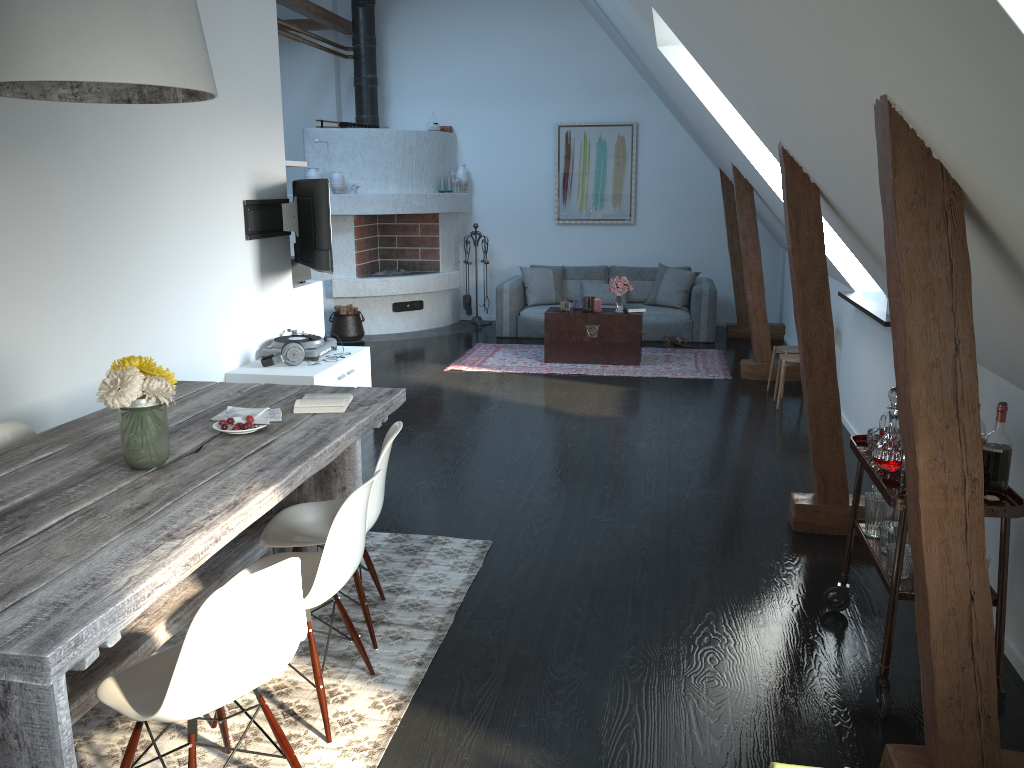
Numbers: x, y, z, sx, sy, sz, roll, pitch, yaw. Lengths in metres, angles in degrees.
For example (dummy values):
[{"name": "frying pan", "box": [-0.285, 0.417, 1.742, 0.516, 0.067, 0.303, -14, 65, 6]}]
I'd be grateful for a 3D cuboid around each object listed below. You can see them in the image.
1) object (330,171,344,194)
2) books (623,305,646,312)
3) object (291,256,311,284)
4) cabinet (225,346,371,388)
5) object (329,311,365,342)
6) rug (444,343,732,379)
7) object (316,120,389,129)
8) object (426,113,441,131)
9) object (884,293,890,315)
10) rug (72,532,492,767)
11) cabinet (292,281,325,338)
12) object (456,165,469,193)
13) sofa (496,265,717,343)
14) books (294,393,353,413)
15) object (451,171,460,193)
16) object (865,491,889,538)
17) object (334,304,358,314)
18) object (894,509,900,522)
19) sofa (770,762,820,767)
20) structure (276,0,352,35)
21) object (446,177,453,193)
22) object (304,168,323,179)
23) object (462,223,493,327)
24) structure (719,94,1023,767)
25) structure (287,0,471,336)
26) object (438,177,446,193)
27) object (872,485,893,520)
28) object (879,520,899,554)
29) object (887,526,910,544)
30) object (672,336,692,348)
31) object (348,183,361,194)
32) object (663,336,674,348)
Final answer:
[{"name": "object", "box": [-1.932, -2.211, 9.811, 0.158, 0.274, 0.158, -11, 16, -40]}, {"name": "books", "box": [1.175, -0.730, 8.610, 0.179, 0.034, 0.243, -3, 13, -11]}, {"name": "object", "box": [-1.873, -0.883, 6.955, 0.435, 0.211, 0.496, 2, 13, 10]}, {"name": "cabinet", "box": [-1.440, 0.073, 6.211, 0.623, 0.507, 1.069, 2, 13, 10]}, {"name": "object", "box": [-1.848, -0.649, 9.944, 0.384, 0.313, 0.384, 9, 15, 35]}, {"name": "rug", "box": [0.774, -0.243, 8.722, 2.647, 0.029, 1.512, 2, 13, 10]}, {"name": "object", "box": [-1.790, -2.913, 9.960, 0.783, 0.094, 0.311, -1, 13, -4]}, {"name": "object", "box": [-0.935, -3.123, 10.581, 0.066, 0.221, 0.231, 10, 16, 39]}, {"name": "object", "box": [2.135, -0.624, 4.999, 0.309, 0.461, 0.131, 7, 14, 28]}, {"name": "rug", "box": [-1.258, 1.007, 3.144, 1.898, 0.022, 2.677, 2, 13, 10]}, {"name": "cabinet", "box": [-2.035, -0.348, 7.163, 0.869, 0.921, 0.638, 2, 13, 10]}, {"name": "object", "box": [-0.611, -2.502, 10.878, 0.165, 0.368, 0.165, -4, 13, -17]}, {"name": "sofa", "box": [1.101, -0.971, 10.263, 2.458, 0.770, 1.107, 2, 13, 10]}, {"name": "books", "box": [-0.780, 0.070, 3.681, 0.202, 0.042, 0.251, -1, 13, -2]}, {"name": "object", "box": [-0.683, -2.443, 10.716, 0.081, 0.258, 0.150, 12, 17, 43]}, {"name": "object", "box": [1.342, 0.484, 3.272, 0.087, 0.155, 0.087, -4, 13, -17]}, {"name": "object", "box": [-1.864, -0.726, 9.911, 0.240, 0.370, 0.270, 2, 13, 10]}, {"name": "object", "box": [1.446, 0.485, 3.266, 0.087, 0.155, 0.087, -4, 13, -17]}, {"name": "sofa", "box": [0.732, 1.136, 0.670, 0.898, 0.825, 2.093, 2, 13, 9]}, {"name": "structure", "box": [-3.038, -3.422, 5.808, 10.230, 3.562, 15.910, 3, 13, 15]}, {"name": "object", "box": [-0.751, -2.377, 10.593, 0.092, 0.180, 0.092, 8, 15, 32]}, {"name": "object", "box": [-2.194, -2.231, 9.820, 0.203, 0.314, 0.203, -2, 13, -6]}, {"name": "object", "box": [-0.438, -1.348, 10.909, 0.376, 1.245, 0.376, -2, 13, -9]}, {"name": "structure", "box": [1.670, -0.162, 3.923, 1.023, 1.963, 12.350, 2, 13, 10]}, {"name": "structure", "box": [-2.052, -3.132, 11.032, 3.058, 4.752, 3.049, 4, 13, 18]}, {"name": "object", "box": [-0.823, -2.345, 10.452, 0.092, 0.180, 0.092, 9, 16, 37]}, {"name": "object", "box": [1.400, 0.466, 3.351, 0.087, 0.155, 0.087, -4, 13, -17]}, {"name": "object", "box": [1.340, 0.544, 3.130, 0.092, 0.099, 0.092, -3, 13, -12]}, {"name": "object", "box": [1.326, 0.557, 3.023, 0.095, 0.119, 0.095, -7, 14, -27]}, {"name": "object", "box": [1.822, -0.451, 9.458, 0.101, 0.090, 0.277, -8, 15, -32]}, {"name": "object", "box": [-1.749, -2.174, 9.853, 0.161, 0.114, 0.064, 3, 13, 12]}, {"name": "object", "box": [1.662, -0.449, 9.453, 0.101, 0.090, 0.277, -1, 13, -1]}]
